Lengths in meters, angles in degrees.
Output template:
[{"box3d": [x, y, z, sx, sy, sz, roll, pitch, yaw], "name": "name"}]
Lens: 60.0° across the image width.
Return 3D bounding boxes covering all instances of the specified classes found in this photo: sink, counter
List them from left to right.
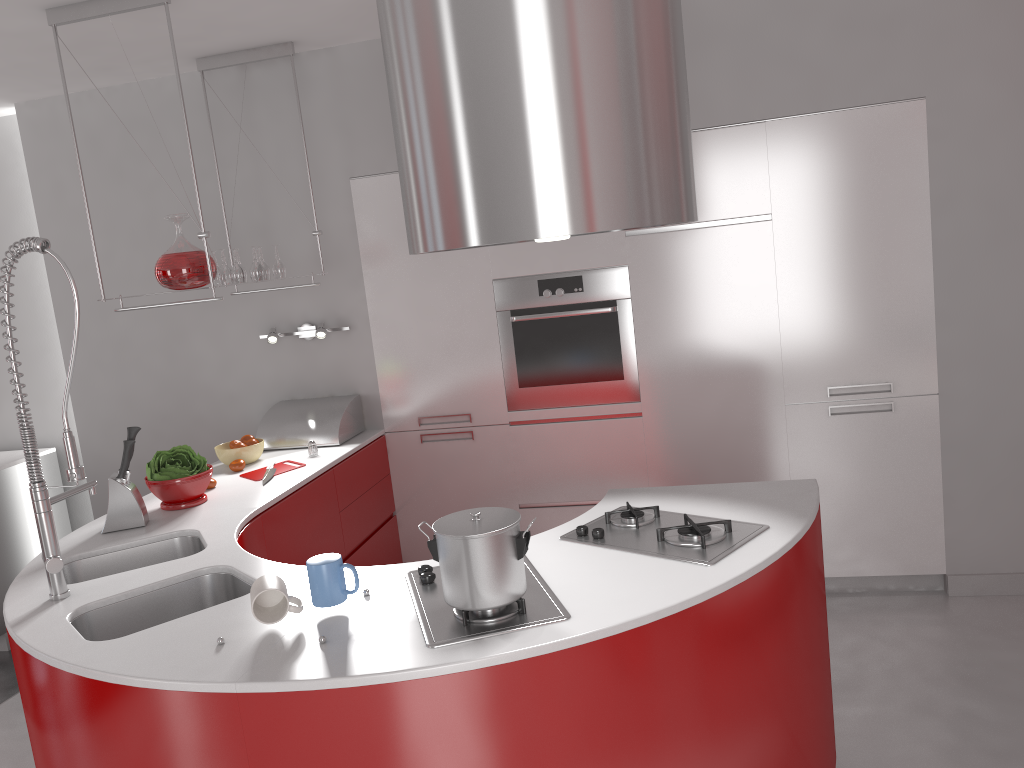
[{"box3d": [-1.114, 0.609, 2.631, 0.428, 0.172, 0.326, -11, 10, -25], "name": "sink"}, {"box3d": [-0.853, 0.640, 2.222, 0.428, 0.172, 0.326, -13, 11, -37], "name": "sink"}, {"box3d": [-0.578, 0.844, 2.912, 1.868, 0.880, 2.865, -15, 12, -42], "name": "counter"}]

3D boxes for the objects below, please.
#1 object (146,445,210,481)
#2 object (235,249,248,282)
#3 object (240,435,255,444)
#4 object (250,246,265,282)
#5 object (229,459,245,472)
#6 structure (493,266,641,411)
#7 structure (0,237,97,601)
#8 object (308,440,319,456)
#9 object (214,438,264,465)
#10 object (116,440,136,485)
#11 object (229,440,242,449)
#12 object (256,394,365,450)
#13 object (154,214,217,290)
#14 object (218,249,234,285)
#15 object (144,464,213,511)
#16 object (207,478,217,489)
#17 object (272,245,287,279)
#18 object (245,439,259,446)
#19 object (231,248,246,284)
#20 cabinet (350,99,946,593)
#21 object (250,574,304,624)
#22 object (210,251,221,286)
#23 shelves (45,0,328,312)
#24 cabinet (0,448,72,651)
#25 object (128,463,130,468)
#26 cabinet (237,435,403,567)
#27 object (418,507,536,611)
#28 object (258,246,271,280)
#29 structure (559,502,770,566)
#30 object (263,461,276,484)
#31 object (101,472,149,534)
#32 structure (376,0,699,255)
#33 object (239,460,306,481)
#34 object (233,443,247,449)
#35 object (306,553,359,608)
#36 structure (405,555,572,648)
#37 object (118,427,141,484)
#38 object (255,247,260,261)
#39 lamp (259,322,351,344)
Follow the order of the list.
[{"box3d": [-1.179, 0.319, 3.127, 0.193, 0.182, 0.198, -4, 9, 19], "name": "object"}, {"box3d": [-1.158, -0.500, 3.761, 0.060, 0.141, 0.060, -8, 9, -10], "name": "object"}, {"box3d": [-1.133, 0.248, 3.802, 0.066, 0.058, 0.055, -7, 9, -1], "name": "object"}, {"box3d": [-1.053, -0.495, 3.646, 0.060, 0.141, 0.060, -5, 9, 13], "name": "object"}, {"box3d": [-1.114, 0.332, 3.599, 0.063, 0.047, 0.065, -5, 9, 13], "name": "object"}, {"box3d": [0.235, -0.188, 3.878, 0.599, 0.589, 0.050, -5, 9, 13], "name": "structure"}, {"box3d": [-1.174, 0.093, 2.274, 0.178, 0.920, 0.308, -12, 10, -33], "name": "structure"}, {"box3d": [-0.838, 0.269, 3.726, 0.042, 0.066, 0.043, -2, 10, 26], "name": "object"}, {"box3d": [-1.144, 0.294, 3.742, 0.201, 0.086, 0.201, -4, 9, 14], "name": "object"}, {"box3d": [-1.271, 0.325, 2.890, 0.130, 0.279, 0.012, -9, 9, -15], "name": "object"}, {"box3d": [-1.162, 0.264, 3.751, 0.062, 0.052, 0.065, -7, 9, -2], "name": "object"}, {"box3d": [-0.924, 0.173, 4.042, 0.400, 0.170, 0.300, -5, 9, 13], "name": "object"}, {"box3d": [-1.184, -0.474, 3.190, 0.213, 0.266, 0.213, 1, 11, 41], "name": "object"}, {"box3d": [-1.158, -0.472, 3.573, 0.060, 0.141, 0.060, -5, 9, 13], "name": "object"}, {"box3d": [-1.172, 0.370, 3.145, 0.228, 0.118, 0.229, -9, 9, -15], "name": "object"}, {"box3d": [-1.149, 0.372, 3.348, 0.063, 0.048, 0.064, -8, 9, -9], "name": "object"}, {"box3d": [-1.008, -0.526, 3.819, 0.060, 0.141, 0.060, -5, 9, 13], "name": "object"}, {"box3d": [-1.100, 0.257, 3.750, 0.062, 0.049, 0.066, -5, 9, 10], "name": "object"}, {"box3d": [-1.138, -0.488, 3.670, 0.060, 0.141, 0.060, -5, 9, 13], "name": "object"}, {"box3d": [0.616, -0.066, 4.145, 2.398, 2.026, 0.614, -5, 9, 13], "name": "cabinet"}, {"box3d": [-0.521, 0.472, 1.960, 0.109, 0.080, 0.100, -9, 9, -17], "name": "object"}, {"box3d": [-1.223, -0.478, 3.664, 0.060, 0.141, 0.060, -8, 9, -10], "name": "object"}, {"box3d": [-1.178, -0.844, 3.424, 0.462, 1.023, 0.934, -5, 9, 13], "name": "shelves"}, {"box3d": [-3.317, 0.892, 4.691, 1.802, 0.880, 0.610, -5, 9, 13], "name": "cabinet"}, {"box3d": [-1.285, 0.317, 2.942, 0.091, 0.197, 0.009, -9, 9, -15], "name": "object"}, {"box3d": [-0.484, 0.763, 3.157, 1.025, 0.761, 1.875, -12, 10, -31], "name": "cabinet"}, {"box3d": [-0.066, 0.361, 1.884, 0.218, 0.185, 0.189, -11, 9, -24], "name": "object"}, {"box3d": [-1.056, -0.509, 3.745, 0.060, 0.141, 0.060, -5, 9, 13], "name": "object"}, {"box3d": [0.382, 0.364, 2.263, 0.457, 0.037, 0.303, 1, 12, 43], "name": "structure"}, {"box3d": [-0.945, 0.345, 3.468, 0.041, 0.008, 0.375, -8, 9, -10], "name": "object"}, {"box3d": [-1.289, 0.384, 2.922, 0.137, 0.178, 0.091, -9, 9, -14], "name": "object"}, {"box3d": [0.037, -0.791, 1.922, 0.644, 0.958, 0.644, -10, 9, -20], "name": "structure"}, {"box3d": [-0.950, 0.343, 3.525, 0.168, 0.006, 0.266, 1, 11, 40], "name": "object"}, {"box3d": [-1.133, 0.269, 3.693, 0.062, 0.049, 0.066, -3, 9, 21], "name": "object"}, {"box3d": [-0.405, 0.442, 2.011, 0.109, 0.100, 0.080, -9, 9, -14], "name": "object"}, {"box3d": [-0.072, 0.457, 1.997, 0.303, 0.037, 0.457, -8, 9, -12], "name": "structure"}, {"box3d": [-1.271, 0.305, 2.917, 0.150, 0.322, 0.014, -9, 9, -15], "name": "object"}, {"box3d": [-1.093, -0.518, 3.829, 0.060, 0.141, 0.060, -5, 9, 13], "name": "object"}, {"box3d": [-0.967, -0.232, 4.068, 0.454, 0.081, 0.155, -5, 9, 13], "name": "lamp"}]
